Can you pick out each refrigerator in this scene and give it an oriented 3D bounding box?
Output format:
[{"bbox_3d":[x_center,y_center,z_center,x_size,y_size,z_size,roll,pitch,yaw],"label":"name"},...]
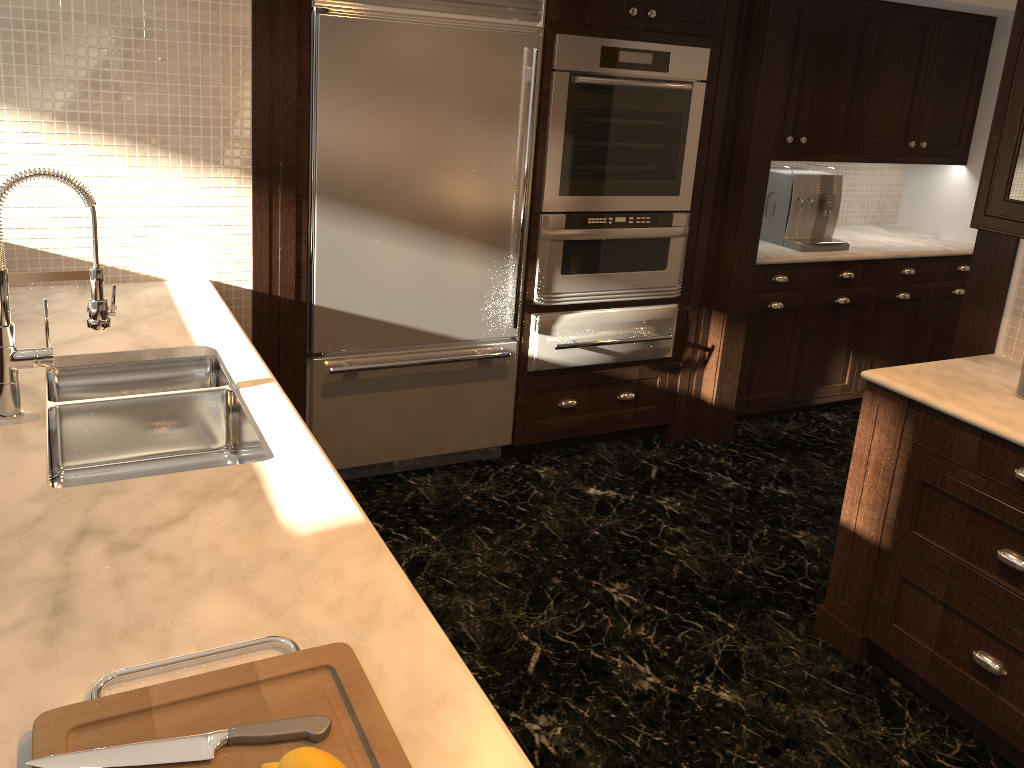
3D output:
[{"bbox_3d":[-0.462,-0.688,3.667,0.892,2.071,0.702,-4,18,-27],"label":"refrigerator"},{"bbox_3d":[-0.397,0.127,3.634,0.905,0.559,0.150,-6,18,-27],"label":"refrigerator"}]

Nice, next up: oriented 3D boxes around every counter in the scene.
[{"bbox_3d":[1.770,-0.783,4.880,1.860,0.031,0.726,-6,22,-27],"label":"counter"},{"bbox_3d":[1.343,0.597,0.980,2.321,0.031,3.448,-6,22,-26],"label":"counter"},{"bbox_3d":[-0.879,0.185,1.651,1.056,0.031,2.937,-6,22,-26],"label":"counter"}]

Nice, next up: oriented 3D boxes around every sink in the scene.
[{"bbox_3d":[-0.839,0.171,2.049,0.459,0.207,0.819,-6,22,-26],"label":"sink"}]

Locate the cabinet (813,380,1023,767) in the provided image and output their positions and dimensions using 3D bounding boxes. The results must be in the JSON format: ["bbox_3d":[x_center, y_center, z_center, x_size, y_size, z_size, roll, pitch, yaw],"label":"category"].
[{"bbox_3d":[1.309,1.027,1.098,2.321,0.860,3.448,-6,22,-26],"label":"cabinet"}]

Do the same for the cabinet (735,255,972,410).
[{"bbox_3d":[1.890,-0.303,4.701,1.796,0.729,0.058,-6,18,-27],"label":"cabinet"}]

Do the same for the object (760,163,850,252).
[{"bbox_3d":[1.523,-0.938,4.644,0.345,0.396,0.458,-5,20,-27],"label":"object"}]

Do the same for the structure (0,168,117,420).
[{"bbox_3d":[-0.969,-0.191,1.866,0.244,0.518,0.052,-4,18,-28],"label":"structure"}]

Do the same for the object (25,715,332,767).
[{"bbox_3d":[-0.371,0.415,1.002,0.330,0.013,0.043,-2,20,-17],"label":"object"}]

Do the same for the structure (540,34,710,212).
[{"bbox_3d":[0.372,-1.160,3.922,0.760,0.684,0.628,-5,20,-27],"label":"structure"}]

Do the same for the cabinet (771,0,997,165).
[{"bbox_3d":[1.770,-1.636,4.776,1.861,0.808,0.442,-6,19,-27],"label":"cabinet"}]

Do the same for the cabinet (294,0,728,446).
[{"bbox_3d":[-0.075,-0.958,3.787,1.847,2.365,0.773,-5,18,-27],"label":"cabinet"}]

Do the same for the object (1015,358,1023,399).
[{"bbox_3d":[1.488,-0.136,2.449,0.095,0.369,0.097,1,16,-13],"label":"object"}]

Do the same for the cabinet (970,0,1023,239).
[{"bbox_3d":[1.427,-0.410,0.703,2.313,1.225,3.447,-5,22,-26],"label":"cabinet"}]

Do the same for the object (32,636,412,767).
[{"bbox_3d":[-0.273,0.475,0.901,0.386,0.021,0.683,-6,22,-26],"label":"object"}]

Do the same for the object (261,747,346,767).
[{"bbox_3d":[-0.212,0.423,0.926,0.083,0.072,0.081,-10,23,-38],"label":"object"}]

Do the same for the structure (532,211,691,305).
[{"bbox_3d":[0.310,-0.654,4.104,0.764,0.379,0.681,-6,21,-27],"label":"structure"}]
